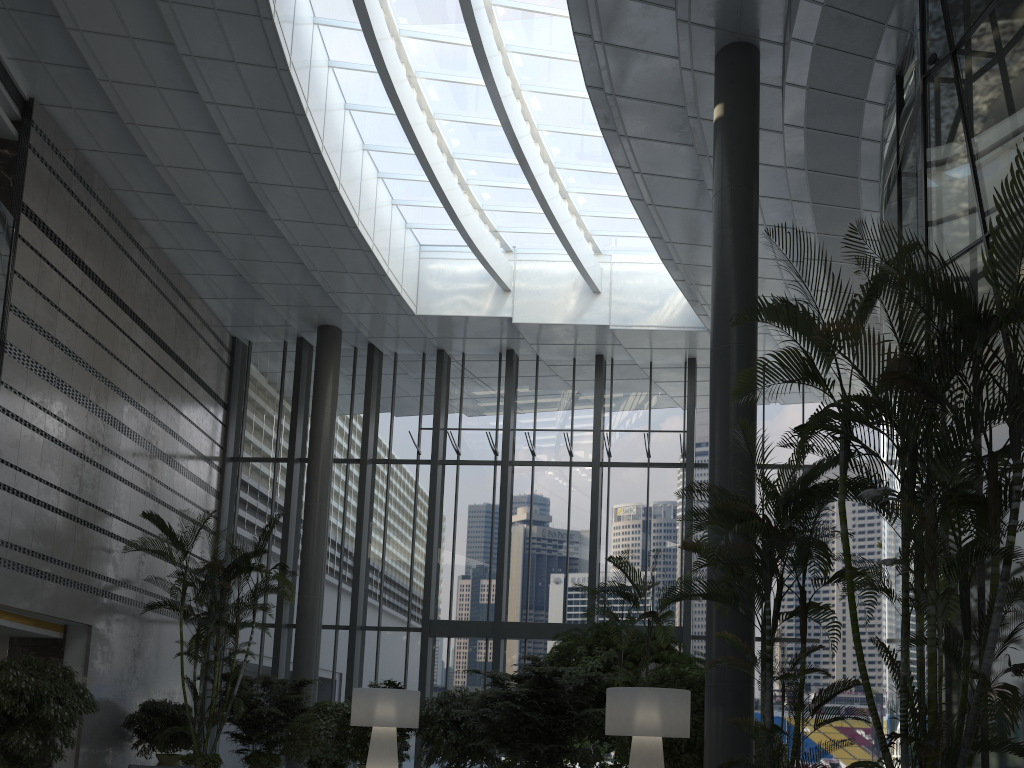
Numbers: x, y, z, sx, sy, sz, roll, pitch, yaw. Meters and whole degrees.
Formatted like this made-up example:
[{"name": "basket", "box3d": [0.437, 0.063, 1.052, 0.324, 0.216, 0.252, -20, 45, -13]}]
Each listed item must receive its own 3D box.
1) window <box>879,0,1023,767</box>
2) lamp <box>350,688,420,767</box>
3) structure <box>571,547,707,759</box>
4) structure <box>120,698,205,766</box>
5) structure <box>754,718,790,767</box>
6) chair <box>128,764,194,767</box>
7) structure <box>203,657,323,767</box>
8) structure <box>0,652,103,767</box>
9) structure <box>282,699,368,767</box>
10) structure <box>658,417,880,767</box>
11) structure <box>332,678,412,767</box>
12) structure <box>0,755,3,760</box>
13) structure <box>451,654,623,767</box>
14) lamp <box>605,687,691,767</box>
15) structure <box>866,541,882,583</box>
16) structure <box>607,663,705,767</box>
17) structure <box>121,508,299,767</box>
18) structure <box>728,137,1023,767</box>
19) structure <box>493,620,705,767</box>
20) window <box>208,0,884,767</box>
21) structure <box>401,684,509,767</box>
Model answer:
[{"name": "window", "box3d": [5.793, 1.384, 9.786, 4.208, 7.548, 16.438, 1, -19, 7]}, {"name": "lamp", "box3d": [-1.611, 4.643, 10.689, 0.827, 1.595, 0.892, -2, -12, 22]}, {"name": "structure", "box3d": [1.407, 3.465, 9.713, 1.429, 3.304, 1.262, 4, -9, -10]}, {"name": "structure", "box3d": [-5.593, 5.799, 13.736, 1.479, 1.472, 1.131, 16, -19, -42]}, {"name": "structure", "box3d": [2.783, 4.893, 10.831, 1.493, 1.532, 1.625, 10, -17, -26]}, {"name": "chair", "box3d": [-3.718, 4.415, 9.145, 0.754, 0.637, 0.743, 12, -18, -30]}, {"name": "structure", "box3d": [-4.139, 5.679, 14.239, 1.890, 2.186, 1.943, 5, -14, -10]}, {"name": "structure", "box3d": [-6.147, 4.329, 10.714, 1.621, 1.878, 2.161, -7, -18, 34]}, {"name": "structure", "box3d": [-2.850, 5.748, 13.445, 1.493, 1.532, 1.625, 10, -17, -26]}, {"name": "structure", "box3d": [2.098, 2.215, 6.902, 1.671, 3.558, 2.124, 4, -11, -10]}, {"name": "structure", "box3d": [-2.078, 5.397, 12.943, 1.233, 1.875, 1.466, -4, -14, 30]}, {"name": "structure", "box3d": [-6.190, 4.029, 9.185, 1.191, 1.264, 1.249, -2, -15, 16]}, {"name": "structure", "box3d": [0.280, 4.654, 11.359, 2.252, 2.216, 2.459, 5, -16, -8]}, {"name": "lamp", "box3d": [1.330, 3.854, 8.482, 0.876, 1.595, 0.843, 10, -13, -34]}, {"name": "structure", "box3d": [6.404, 4.141, 12.391, 2.481, 4.444, 2.617, 5, -11, -14]}, {"name": "structure", "box3d": [1.953, 4.347, 10.197, 1.665, 2.028, 1.567, 14, -18, -42]}, {"name": "structure", "box3d": [-4.670, 4.122, 13.352, 2.510, 4.445, 2.583, 0, -11, 11]}, {"name": "structure", "box3d": [2.500, 1.082, 5.227, 2.481, 4.444, 2.617, 5, -11, -14]}, {"name": "structure", "box3d": [1.486, 5.018, 12.926, 3.735, 2.815, 3.399, -3, -17, 16]}, {"name": "window", "box3d": [-1.546, -0.149, 9.206, 13.467, 9.508, 19.997, -3, -20, 18]}, {"name": "structure", "box3d": [-0.727, 5.479, 12.939, 2.005, 1.801, 1.747, -9, -18, 35]}]
